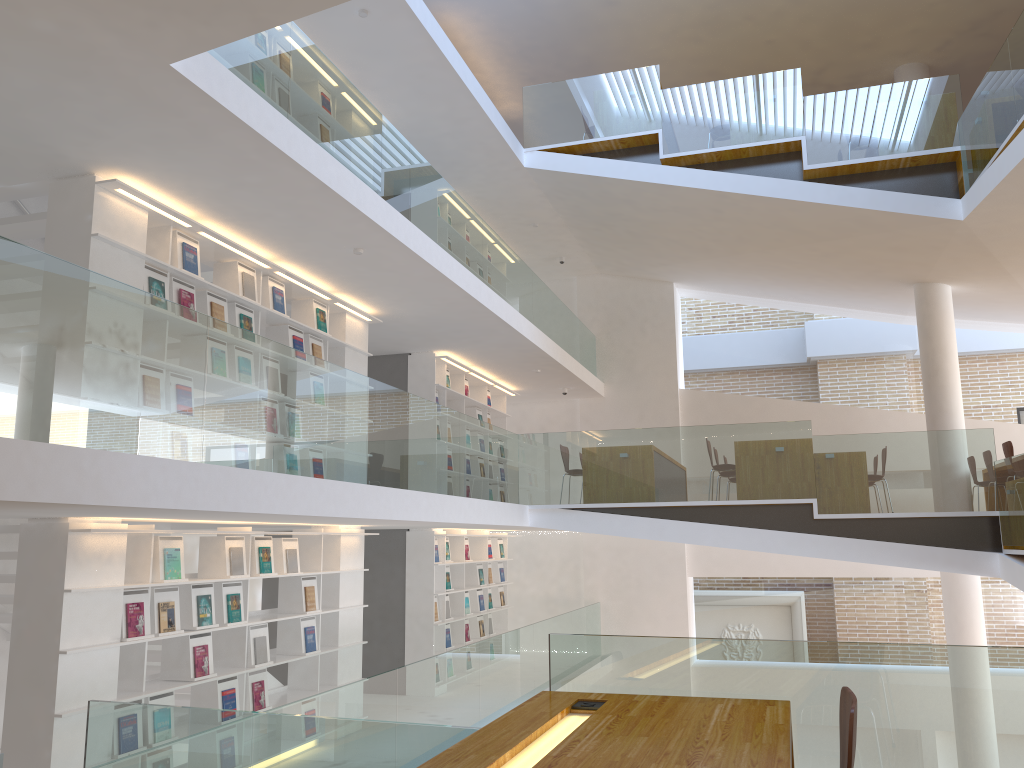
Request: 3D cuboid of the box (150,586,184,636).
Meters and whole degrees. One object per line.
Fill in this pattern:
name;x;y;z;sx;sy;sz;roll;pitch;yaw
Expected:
box;-2.315;1.471;5.759;0.274;0.296;0.245;-4;-11;17

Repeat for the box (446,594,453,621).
box;-0.863;2.633;10.482;0.274;0.296;0.245;-4;-11;17

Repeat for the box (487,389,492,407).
box;-0.419;0.222;12.464;0.274;0.296;0.245;-4;-11;17

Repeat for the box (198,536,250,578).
box;-2.097;1.264;6.481;0.274;0.296;0.245;-4;-11;17

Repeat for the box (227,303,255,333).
box;-2.117;-0.442;6.779;0.274;0.296;0.245;-4;-11;17

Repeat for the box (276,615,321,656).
box;-1.770;2.089;7.384;0.274;0.296;0.245;-4;-11;17

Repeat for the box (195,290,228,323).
box;-2.219;-0.499;6.455;0.274;0.296;0.245;-4;-11;17

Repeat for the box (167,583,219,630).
box;-2.198;1.522;6.093;0.274;0.296;0.245;-4;-11;17

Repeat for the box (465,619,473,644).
box;-0.657;3.069;11.069;0.274;0.296;0.245;-4;-11;17

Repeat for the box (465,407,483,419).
box;-0.522;0.485;12.066;0.274;0.296;0.245;-4;-11;17

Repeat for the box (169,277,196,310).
box;-2.336;-0.558;6.121;0.274;0.296;0.245;-4;-11;17

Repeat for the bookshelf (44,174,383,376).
bookshelf;-2.044;-0.068;6.929;0.498;1.836;3.666;-4;-11;17

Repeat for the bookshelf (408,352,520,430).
bookshelf;-0.545;0.767;11.692;0.498;1.836;2.984;-4;-11;17

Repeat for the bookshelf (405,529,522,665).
bookshelf;-0.524;2.795;11.330;0.498;1.836;2.984;-4;-11;17

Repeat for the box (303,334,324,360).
box;-1.795;-0.263;7.802;0.274;0.296;0.245;-4;-11;17

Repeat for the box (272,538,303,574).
box;-2.865;2.538;3.651;0.498;3.764;7.125;-4;-11;17

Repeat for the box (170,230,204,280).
box;-2.328;-0.883;6.175;0.274;0.296;0.245;-4;-11;17

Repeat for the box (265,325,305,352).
box;-1.896;-0.322;7.483;0.274;0.296;0.245;-4;-11;17

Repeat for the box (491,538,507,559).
box;-0.242;2.336;12.597;0.274;0.296;0.245;-4;-11;17

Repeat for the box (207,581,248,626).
box;-2.095;1.586;6.417;0.274;0.296;0.245;-4;-11;17

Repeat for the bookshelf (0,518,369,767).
bookshelf;-2.072;1.964;6.581;0.397;1.836;3.666;-4;-11;17

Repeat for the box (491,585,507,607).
box;-0.231;2.985;12.494;0.274;0.296;0.245;-4;-11;17

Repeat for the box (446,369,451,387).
box;-0.891;-0.042;10.959;0.274;0.296;0.245;-4;-11;17

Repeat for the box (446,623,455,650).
box;-0.848;2.963;10.461;0.274;0.296;0.245;-4;-11;17

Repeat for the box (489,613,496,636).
box;-0.384;3.222;11.938;0.274;0.296;0.245;-4;-11;17

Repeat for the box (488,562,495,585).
box;-0.394;2.573;12.044;0.274;0.296;0.245;-4;-11;17

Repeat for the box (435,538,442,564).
box;-0.980;1.927;10.245;0.274;0.296;0.245;-4;-11;17

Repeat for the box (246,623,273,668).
box;-1.984;1.970;6.702;0.274;0.296;0.245;-4;-11;17

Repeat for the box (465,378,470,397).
box;-0.689;0.068;11.597;0.274;0.296;0.245;-4;-11;17

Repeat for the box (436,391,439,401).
box;-1.000;0.217;10.543;0.274;0.296;0.245;-4;-11;17

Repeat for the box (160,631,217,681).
box;-2.193;1.847;6.040;0.274;0.296;0.245;-4;-11;17

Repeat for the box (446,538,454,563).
box;-0.870;1.986;10.596;0.274;0.296;0.245;-4;-11;17

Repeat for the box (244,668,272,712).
box;-1.979;2.294;6.650;0.274;0.296;0.245;-4;-11;17

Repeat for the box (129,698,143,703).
box;-2.385;2.068;5.357;0.274;0.296;0.245;-4;-11;17

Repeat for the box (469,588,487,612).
box;-0.498;2.837;11.646;0.274;0.296;0.245;-4;-11;17

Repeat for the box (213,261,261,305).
box;-2.118;-0.765;6.844;0.274;0.296;0.245;-4;-11;17

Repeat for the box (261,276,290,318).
box;-1.995;-0.696;7.237;0.274;0.296;0.245;-4;-11;17

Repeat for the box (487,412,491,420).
box;-0.415;0.544;12.407;0.274;0.296;0.245;-4;-11;17

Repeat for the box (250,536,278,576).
box;-1.987;1.325;6.832;0.274;0.296;0.245;-4;-11;17

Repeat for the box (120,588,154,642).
box;-2.393;1.419;5.469;0.274;0.296;0.245;-4;-11;17

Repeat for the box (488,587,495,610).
box;-0.394;2.895;11.977;0.274;0.296;0.245;-4;-11;17

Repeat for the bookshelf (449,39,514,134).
bookshelf;-0.587;-3.232;12.406;0.498;1.836;2.984;-4;-11;17

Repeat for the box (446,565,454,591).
box;-0.860;2.308;10.562;0.274;0.296;0.245;-4;-11;17

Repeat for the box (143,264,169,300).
box;-2.414;-0.610;5.832;0.274;0.296;0.245;-4;-11;17

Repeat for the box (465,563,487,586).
box;-0.501;2.514;11.704;0.274;0.296;0.245;-4;-11;17

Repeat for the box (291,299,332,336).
box;-1.784;-0.579;7.906;0.274;0.296;0.245;-4;-11;17

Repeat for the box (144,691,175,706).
box;-2.298;2.116;5.635;0.274;0.296;0.245;-4;-11;17

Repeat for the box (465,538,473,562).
box;-0.667;2.096;11.234;0.274;0.296;0.245;-4;-11;17

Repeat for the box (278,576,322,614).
box;-1.774;1.766;7.440;0.274;0.296;0.245;-4;-11;17

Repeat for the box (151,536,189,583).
box;-2.307;1.146;5.813;0.274;0.296;0.245;-4;-11;17

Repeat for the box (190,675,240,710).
box;-2.090;2.233;6.297;0.274;0.296;0.245;-4;-11;17

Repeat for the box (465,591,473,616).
box;-0.656;2.748;11.140;0.274;0.296;0.245;-4;-11;17

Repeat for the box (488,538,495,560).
box;-0.397;2.250;12.102;0.274;0.296;0.245;-4;-11;17

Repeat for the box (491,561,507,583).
box;-0.239;2.659;12.539;0.274;0.296;0.245;-4;-11;17

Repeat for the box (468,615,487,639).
box;-0.490;3.163;11.601;0.274;0.296;0.245;-4;-11;17

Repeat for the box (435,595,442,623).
box;-0.974;2.571;10.129;0.274;0.296;0.245;-4;-11;17
